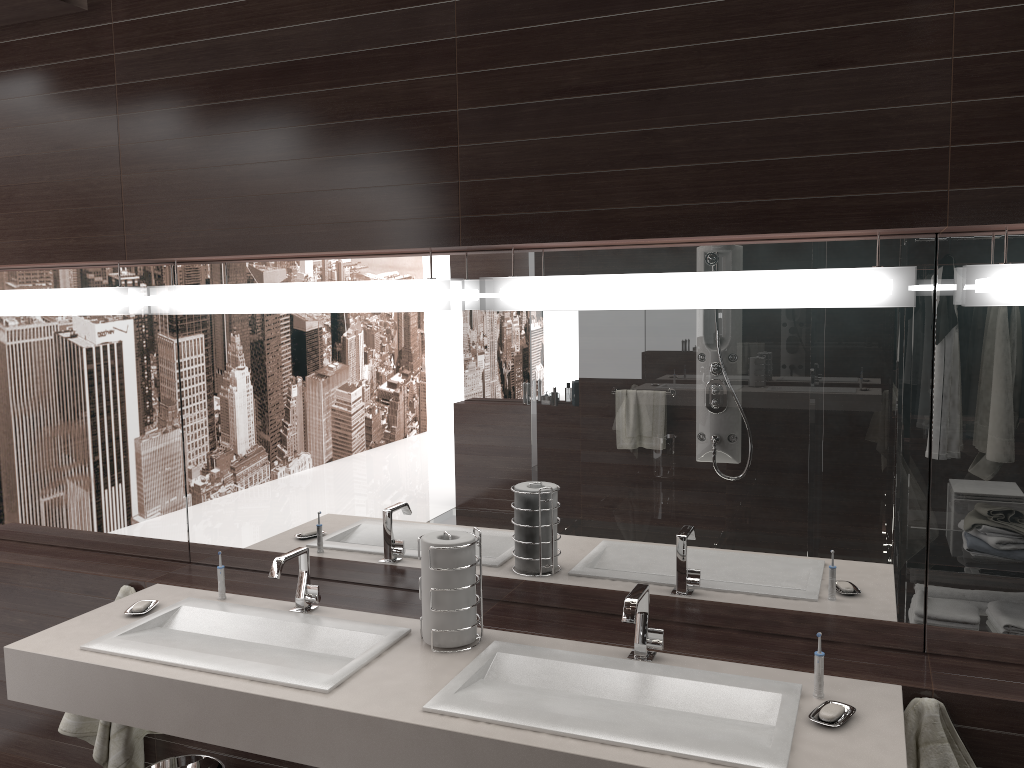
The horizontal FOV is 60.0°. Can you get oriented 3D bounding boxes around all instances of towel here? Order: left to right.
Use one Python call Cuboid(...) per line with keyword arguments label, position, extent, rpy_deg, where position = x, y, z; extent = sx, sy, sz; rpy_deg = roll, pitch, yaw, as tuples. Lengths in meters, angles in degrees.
Cuboid(label="towel", position=(-1.154, 0.928, 2.542), extent=(0.368, 0.678, 0.156), rpy_deg=(1, 6, 22))
Cuboid(label="towel", position=(0.833, 0.974, 1.735), extent=(0.368, 0.678, 0.156), rpy_deg=(1, 6, 22))

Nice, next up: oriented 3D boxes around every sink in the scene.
Cuboid(label="sink", position=(-0.613, 0.539, 2.129), extent=(0.681, 0.193, 0.427), rpy_deg=(1, 6, 22))
Cuboid(label="sink", position=(0.219, 0.559, 1.791), extent=(0.681, 0.193, 0.427), rpy_deg=(1, 6, 22))

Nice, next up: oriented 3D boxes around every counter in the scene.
Cuboid(label="counter", position=(-0.202, 0.682, 1.955), extent=(1.954, 0.131, 0.488), rpy_deg=(1, 6, 22))

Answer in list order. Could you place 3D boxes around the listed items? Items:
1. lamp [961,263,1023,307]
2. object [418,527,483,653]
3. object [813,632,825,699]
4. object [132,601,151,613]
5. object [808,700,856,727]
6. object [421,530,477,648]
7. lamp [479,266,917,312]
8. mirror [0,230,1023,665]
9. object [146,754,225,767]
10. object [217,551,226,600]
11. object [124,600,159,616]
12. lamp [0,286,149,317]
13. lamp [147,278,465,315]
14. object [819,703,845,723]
Cuboid(label="lamp", position=(1.340, -0.185, 1.587), extent=(0.950, 0.082, 0.082), rpy_deg=(1, 6, 22))
Cuboid(label="object", position=(-0.140, 0.473, 2.068), extent=(0.136, 0.261, 0.145), rpy_deg=(-4, 6, -24))
Cuboid(label="object", position=(0.608, 0.555, 1.755), extent=(0.022, 0.132, 0.022), rpy_deg=(-4, 7, -31))
Cuboid(label="object", position=(-0.968, 0.581, 2.317), extent=(0.035, 0.016, 0.066), rpy_deg=(-1, 6, -1))
Cuboid(label="object", position=(0.604, 0.625, 1.671), extent=(0.065, 0.011, 0.108), rpy_deg=(4, 8, 43))
Cuboid(label="object", position=(-0.147, 0.475, 2.065), extent=(0.128, 0.246, 0.124), rpy_deg=(-1, 6, 4))
Cuboid(label="lamp", position=(0.378, -0.207, 1.977), extent=(0.950, 0.082, 0.082), rpy_deg=(1, 6, 22))
Cuboid(label="mirror", position=(-0.346, 0.329, 0.216), extent=(5.081, 0.916, 4.126), rpy_deg=(1, 6, 22))
Cuboid(label="object", position=(-0.875, 1.212, 2.351), extent=(0.237, 0.358, 0.237), rpy_deg=(-5, 7, -35))
Cuboid(label="object", position=(-0.785, 0.516, 2.393), extent=(0.022, 0.132, 0.022), rpy_deg=(-1, 6, 4))
Cuboid(label="object", position=(-0.967, 0.587, 2.318), extent=(0.065, 0.011, 0.108), rpy_deg=(-1, 6, 0))
Cuboid(label="lamp", position=(-1.519, -0.252, 2.748), extent=(0.950, 0.082, 0.082), rpy_deg=(1, 6, 22))
Cuboid(label="lamp", position=(-0.574, -0.230, 2.364), extent=(0.950, 0.082, 0.082), rpy_deg=(1, 6, 22))
Cuboid(label="object", position=(0.603, 0.618, 1.671), extent=(0.035, 0.016, 0.066), rpy_deg=(4, 8, 42))
